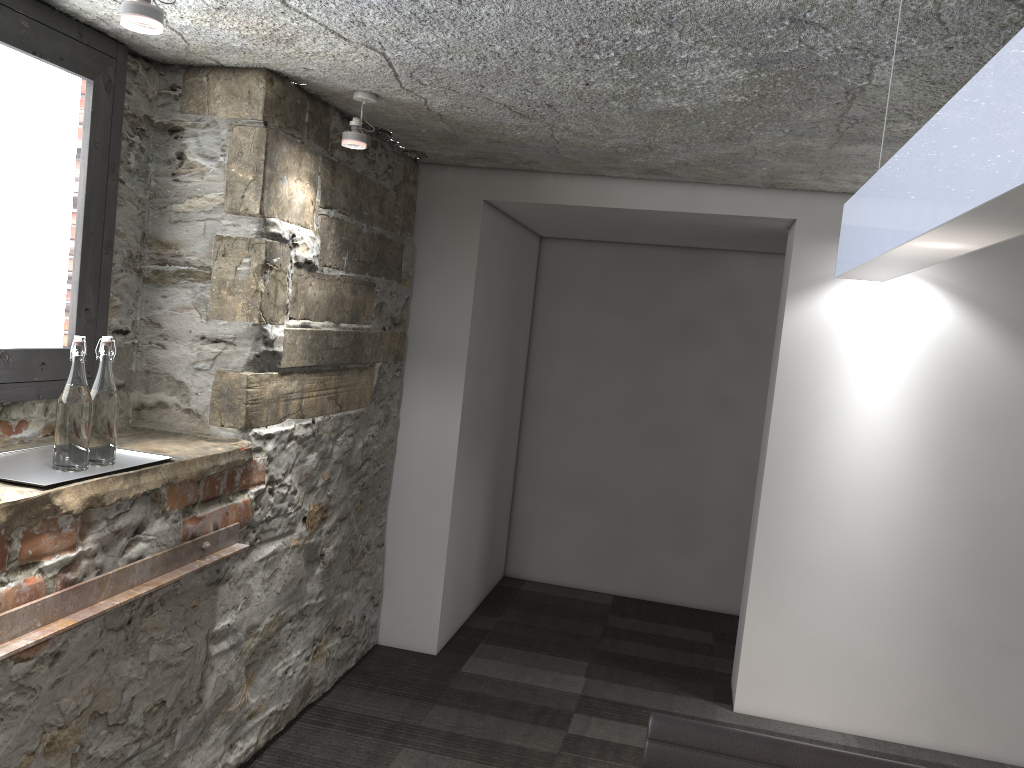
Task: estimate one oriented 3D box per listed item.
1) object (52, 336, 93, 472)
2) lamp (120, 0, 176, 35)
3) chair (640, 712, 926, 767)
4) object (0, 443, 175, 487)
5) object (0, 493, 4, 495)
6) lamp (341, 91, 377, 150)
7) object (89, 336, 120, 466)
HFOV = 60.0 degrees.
[{"bbox_3d":[-0.975,0.043,1.979,0.073,0.300,0.073,5,4,-19],"label":"object"},{"bbox_3d":[-0.686,-0.756,1.685,0.098,0.165,0.077,2,6,-45],"label":"lamp"},{"bbox_3d":[0.368,1.046,1.307,0.693,0.837,0.667,6,4,4],"label":"chair"},{"bbox_3d":[-1.044,0.179,2.042,0.310,0.007,0.457,7,4,12],"label":"object"},{"bbox_3d":[-1.163,0.205,1.492,0.310,0.007,0.457,7,4,12],"label":"object"},{"bbox_3d":[-0.465,-0.803,2.703,0.098,0.165,0.077,2,6,-45],"label":"lamp"},{"bbox_3d":[-0.955,0.039,2.069,0.073,0.300,0.073,5,4,-20],"label":"object"}]
